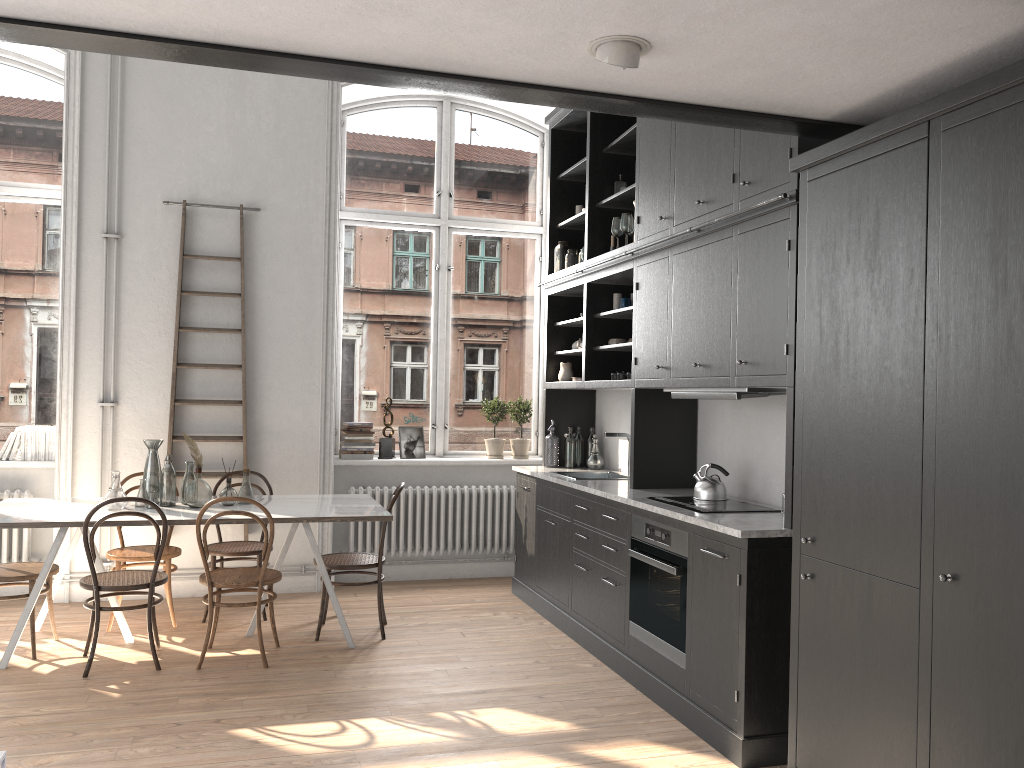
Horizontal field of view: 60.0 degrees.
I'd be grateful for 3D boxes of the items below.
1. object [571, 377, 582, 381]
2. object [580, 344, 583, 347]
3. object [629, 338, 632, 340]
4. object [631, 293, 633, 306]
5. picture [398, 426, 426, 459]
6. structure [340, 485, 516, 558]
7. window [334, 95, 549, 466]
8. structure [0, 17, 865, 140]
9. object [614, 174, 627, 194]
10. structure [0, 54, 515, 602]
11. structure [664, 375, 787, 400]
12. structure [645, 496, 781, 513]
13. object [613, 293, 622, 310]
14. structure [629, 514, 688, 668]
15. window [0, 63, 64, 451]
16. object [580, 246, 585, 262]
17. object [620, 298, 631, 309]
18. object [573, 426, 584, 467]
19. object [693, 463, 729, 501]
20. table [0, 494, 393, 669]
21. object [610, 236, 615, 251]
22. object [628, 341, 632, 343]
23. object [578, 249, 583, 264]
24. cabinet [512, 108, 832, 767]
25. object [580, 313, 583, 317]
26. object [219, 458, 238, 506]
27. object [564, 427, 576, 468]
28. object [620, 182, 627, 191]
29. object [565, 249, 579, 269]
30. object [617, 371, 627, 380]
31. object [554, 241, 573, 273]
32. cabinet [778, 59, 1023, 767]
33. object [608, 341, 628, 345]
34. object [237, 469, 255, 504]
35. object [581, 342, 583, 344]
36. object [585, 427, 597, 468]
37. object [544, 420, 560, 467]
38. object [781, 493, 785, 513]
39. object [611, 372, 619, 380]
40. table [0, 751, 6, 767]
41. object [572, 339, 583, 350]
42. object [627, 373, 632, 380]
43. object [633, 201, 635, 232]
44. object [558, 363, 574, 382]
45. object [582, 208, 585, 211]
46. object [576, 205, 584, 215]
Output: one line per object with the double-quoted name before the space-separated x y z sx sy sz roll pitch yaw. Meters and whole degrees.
"object" 0.516 -0.029 6.420 0.180 0.037 0.180 2 -1 -32
"object" 0.521 -0.273 6.406 0.058 0.033 0.055 2 -1 -42
"object" 0.817 -0.275 5.751 0.112 0.036 0.112 1 -1 26
"object" 0.799 -0.525 5.830 0.082 0.135 0.059 1 0 11
"picture" -0.821 0.471 7.120 0.221 0.264 0.149 2 -1 -33
"structure" -0.547 1.072 6.990 1.577 0.552 0.194 1 0 -17
"window" 4.695 -5.030 12.009 14.386 15.934 26.398 1 -1 -16
"structure" -0.599 -1.590 0.609 5.927 1.213 4.158 1 -1 -16
"object" 0.719 -1.291 5.864 0.084 0.199 0.065 1 0 6
"structure" -2.257 -0.726 6.404 5.182 4.474 0.340 1 0 -16
"structure" 1.119 0.018 4.458 0.379 0.123 0.844 1 -1 -16
"structure" 0.983 0.598 4.412 0.427 0.011 0.592 1 -1 -16
"object" 0.704 -0.526 5.858 0.059 0.135 0.082 1 -1 41
"structure" 0.969 0.993 4.407 0.618 0.623 0.622 1 -1 -16
"window" -4.082 -0.941 6.288 1.622 2.843 0.013 1 0 -17
"object" 0.535 -0.996 6.023 0.134 0.357 0.134 1 0 28
"object" 0.732 -0.506 5.745 0.082 0.093 0.140 1 -1 39
"object" 0.498 0.469 6.641 0.086 0.301 0.086 1 0 -2
"object" 1.030 0.504 4.604 0.171 0.186 0.171 1 -1 -6
"table" -1.889 1.111 5.220 2.200 0.780 1.100 1 -1 -17
"object" 0.659 -0.898 5.812 0.123 0.161 0.123 1 0 -8
"object" 0.816 -0.259 5.751 0.132 0.038 0.132 1 -1 31
"object" 0.522 -0.887 6.348 0.096 0.150 0.096 1 -1 -28
"cabinet" 0.778 -0.235 5.172 0.635 3.583 3.251 1 -1 -17
"object" 0.523 -0.479 6.341 0.071 0.047 0.071 1 -1 21
"object" -1.696 0.585 5.312 0.107 0.283 0.107 1 0 -22
"object" 0.429 0.467 6.538 0.086 0.301 0.086 1 0 -31
"object" 0.733 -1.254 5.776 0.053 0.125 0.041 1 0 41
"object" 0.441 -0.891 6.430 0.114 0.155 0.114 1 0 -13
"object" 0.693 -0.050 5.488 0.088 0.059 0.104 2 -1 -38
"object" 0.383 -0.932 6.561 0.118 0.238 0.118 1 0 -31
"cabinet" 1.499 0.352 2.696 0.633 2.371 1.401 1 0 -16
"object" -2.177 0.579 5.581 5.827 1.842 0.792 1 0 -11
"object" -1.622 0.623 5.413 0.101 0.212 0.101 1 0 23
"object" 0.522 -0.293 6.406 0.055 0.047 0.058 1 -1 -2
"object" 0.589 0.470 6.557 0.086 0.301 0.086 1 0 29
"object" 0.297 0.438 6.566 0.109 0.349 0.109 1 0 -35
"object" 1.286 0.545 4.127 0.040 0.116 0.080 1 0 -11
"object" 0.669 -0.049 5.599 0.088 0.059 0.104 2 -1 -28
"table" -1.778 1.261 2.082 0.849 0.392 0.849 1 -1 -16
"object" 0.505 -0.286 6.565 0.140 0.100 0.125 2 -1 -35
"object" 0.742 -0.050 5.398 0.104 0.059 0.088 1 -1 -8
"object" 0.763 -0.956 5.271 0.094 0.267 0.116 1 0 25
"object" 0.405 -0.084 6.552 0.127 0.144 0.115 2 -1 -38
"object" 0.557 -1.234 6.503 0.096 0.095 0.096 1 -1 18
"object" 0.504 -1.254 6.599 0.059 0.135 0.082 1 0 11
